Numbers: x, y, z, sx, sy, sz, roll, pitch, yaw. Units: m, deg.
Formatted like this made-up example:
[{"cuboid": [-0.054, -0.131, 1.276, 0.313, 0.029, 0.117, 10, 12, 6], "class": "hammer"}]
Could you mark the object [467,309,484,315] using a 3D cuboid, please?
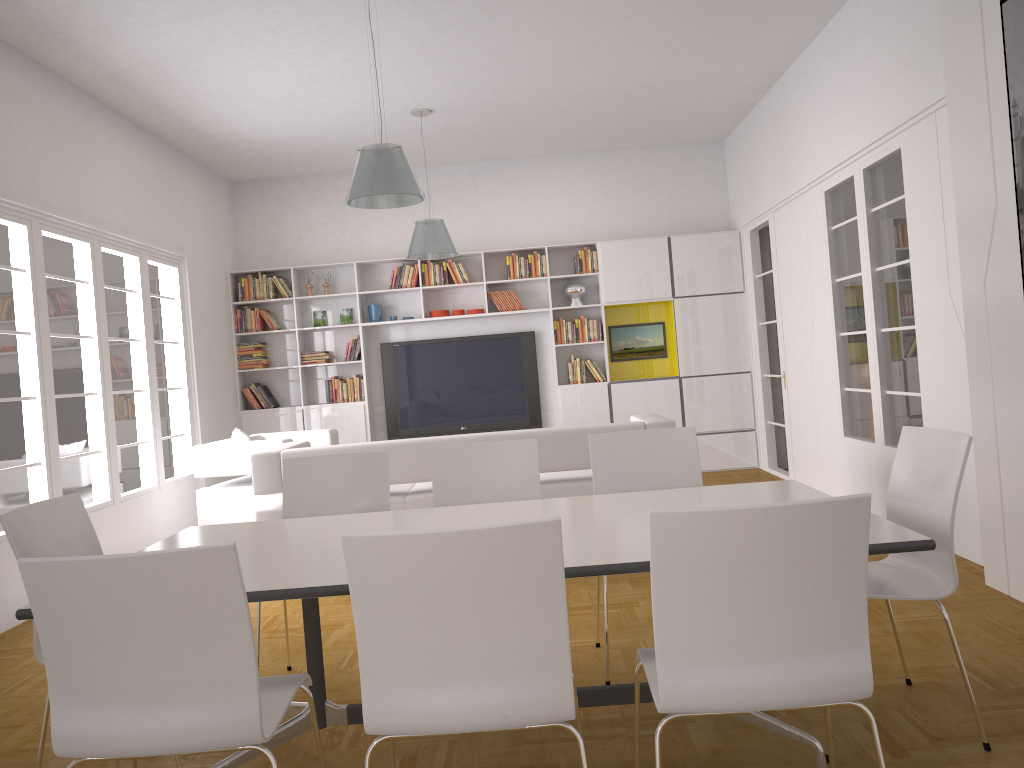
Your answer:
[{"cuboid": [-0.386, -0.759, 9.389, 0.182, 0.054, 0.183, -5, 1, -3], "class": "object"}]

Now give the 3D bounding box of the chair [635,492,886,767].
[{"cuboid": [0.569, 0.708, 2.127, 0.561, 0.931, 0.575, -5, 0, 1], "class": "chair"}]

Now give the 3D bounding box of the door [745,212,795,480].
[{"cuboid": [2.474, -0.337, 8.472, 0.139, 2.454, 1.009, -5, 0, 1], "class": "door"}]

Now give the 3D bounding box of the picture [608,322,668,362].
[{"cuboid": [1.349, -0.451, 9.511, 0.609, 0.388, 0.007, -5, 0, 1], "class": "picture"}]

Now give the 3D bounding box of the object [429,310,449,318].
[{"cuboid": [-0.770, -0.739, 9.414, 0.211, 0.073, 0.211, -5, 1, -24], "class": "object"}]

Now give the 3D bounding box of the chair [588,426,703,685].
[{"cuboid": [0.606, 0.675, 3.684, 0.561, 0.931, 0.575, -5, 0, 1], "class": "chair"}]

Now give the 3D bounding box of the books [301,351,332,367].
[{"cuboid": [-2.077, -0.266, 9.441, 0.284, 0.153, 0.207, -5, 1, 1], "class": "books"}]

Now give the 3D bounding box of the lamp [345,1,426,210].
[{"cuboid": [-0.773, -1.666, 5.075, 0.464, 1.250, 0.464, -5, 0, 0], "class": "lamp"}]

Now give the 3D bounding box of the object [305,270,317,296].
[{"cuboid": [-2.137, -1.062, 9.459, 0.120, 0.279, 0.179, -5, 0, 6], "class": "object"}]

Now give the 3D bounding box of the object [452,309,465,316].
[{"cuboid": [-0.566, -0.748, 9.411, 0.128, 0.073, 0.129, -5, 1, -3], "class": "object"}]

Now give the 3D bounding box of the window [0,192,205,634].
[{"cuboid": [-2.983, 0.104, 6.427, 0.195, 2.528, 3.351, -5, 1, 1], "class": "window"}]

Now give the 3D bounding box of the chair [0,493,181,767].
[{"cuboid": [-1.293, 0.842, 2.952, 0.575, 0.931, 0.561, -5, 0, 1], "class": "chair"}]

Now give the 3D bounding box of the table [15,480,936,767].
[{"cuboid": [-0.067, 0.845, 2.915, 2.410, 0.722, 1.211, -5, 1, 1], "class": "table"}]

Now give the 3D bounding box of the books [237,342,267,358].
[{"cuboid": [-2.772, -0.360, 9.452, 0.252, 0.153, 0.207, -5, 1, 1], "class": "books"}]

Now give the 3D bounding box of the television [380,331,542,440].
[{"cuboid": [-0.541, 0.041, 9.503, 1.660, 1.088, 0.082, -5, 0, 1], "class": "television"}]

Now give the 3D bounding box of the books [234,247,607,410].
[{"cuboid": [-0.982, -0.593, 9.410, 3.862, 1.455, 0.235, -5, 0, 1], "class": "books"}]

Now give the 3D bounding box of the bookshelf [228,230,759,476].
[{"cuboid": [-0.201, -0.154, 9.433, 5.364, 2.480, 0.389, -5, 0, 1], "class": "bookshelf"}]

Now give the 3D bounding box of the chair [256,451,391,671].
[{"cuboid": [-0.751, 0.783, 3.706, 0.561, 0.931, 0.575, -5, 0, 1], "class": "chair"}]

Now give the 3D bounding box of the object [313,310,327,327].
[{"cuboid": [-2.067, -0.696, 9.542, 0.144, 0.190, 0.052, -5, 0, 1], "class": "object"}]

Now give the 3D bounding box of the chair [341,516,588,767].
[{"cuboid": [-0.090, 0.761, 2.138, 0.561, 0.931, 0.575, -5, 0, 1], "class": "chair"}]

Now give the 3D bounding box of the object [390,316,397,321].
[{"cuboid": [-1.257, -0.690, 9.410, 0.078, 0.056, 0.078, -4, 1, 26], "class": "object"}]

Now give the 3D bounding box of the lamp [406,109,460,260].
[{"cuboid": [-0.732, -1.719, 7.618, 0.464, 1.250, 0.464, -5, 0, 0], "class": "lamp"}]

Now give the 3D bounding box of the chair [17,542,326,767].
[{"cuboid": [-0.789, 0.817, 2.149, 0.561, 0.931, 0.575, -5, 0, 1], "class": "chair"}]

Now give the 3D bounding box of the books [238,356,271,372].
[{"cuboid": [-2.744, -0.213, 9.452, 0.284, 0.153, 0.207, -5, 1, 1], "class": "books"}]

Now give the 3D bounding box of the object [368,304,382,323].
[{"cuboid": [-1.451, -0.743, 9.413, 0.147, 0.192, 0.147, -5, 0, -10], "class": "object"}]

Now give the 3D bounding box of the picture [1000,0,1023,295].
[{"cuboid": [2.163, -0.755, 3.422, 0.013, 1.780, 0.787, -5, 0, 1], "class": "picture"}]

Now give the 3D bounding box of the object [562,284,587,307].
[{"cuboid": [0.665, -0.931, 9.388, 0.256, 0.239, 0.257, -5, 1, 9], "class": "object"}]

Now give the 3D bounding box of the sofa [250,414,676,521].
[{"cuboid": [-0.269, 0.730, 5.837, 2.622, 0.849, 0.822, -5, 1, 1], "class": "sofa"}]

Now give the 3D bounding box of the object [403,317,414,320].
[{"cuboid": [-1.100, -0.691, 9.407, 0.124, 0.032, 0.123, -5, 1, -13], "class": "object"}]

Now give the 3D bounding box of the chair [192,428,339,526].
[{"cuboid": [-1.983, 0.793, 7.369, 0.801, 0.911, 1.097, -5, 1, 11], "class": "chair"}]

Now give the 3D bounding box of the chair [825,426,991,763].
[{"cuboid": [1.186, 0.636, 2.913, 0.575, 0.931, 0.561, -5, 0, 1], "class": "chair"}]

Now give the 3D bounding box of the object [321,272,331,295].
[{"cuboid": [-2.017, -1.062, 9.474, 0.179, 0.260, 0.119, -4, 0, 21], "class": "object"}]

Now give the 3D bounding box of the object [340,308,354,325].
[{"cuboid": [-1.780, -0.719, 9.538, 0.144, 0.190, 0.052, -5, 0, 1], "class": "object"}]

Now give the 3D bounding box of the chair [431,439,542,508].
[{"cuboid": [-0.093, 0.731, 3.695, 0.561, 0.931, 0.575, -5, 0, 1], "class": "chair"}]
